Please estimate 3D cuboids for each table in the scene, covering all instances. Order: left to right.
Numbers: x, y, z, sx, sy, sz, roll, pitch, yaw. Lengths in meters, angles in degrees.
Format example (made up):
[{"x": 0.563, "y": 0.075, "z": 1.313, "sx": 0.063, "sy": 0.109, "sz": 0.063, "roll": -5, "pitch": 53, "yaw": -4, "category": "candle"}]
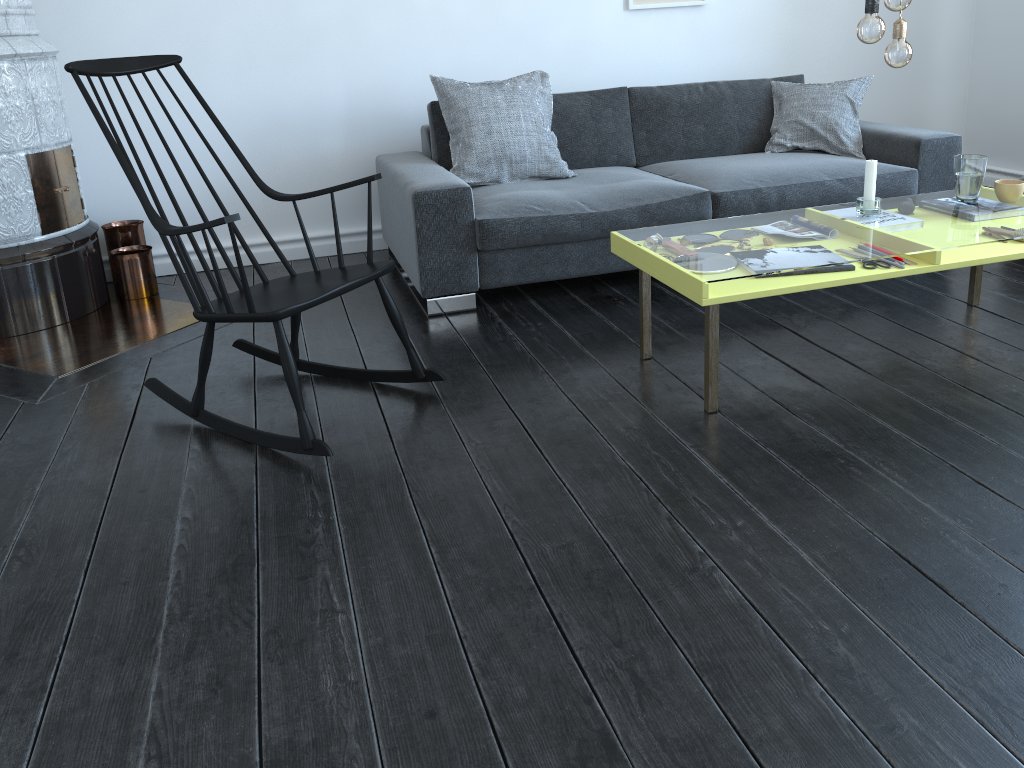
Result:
[{"x": 1.071, "y": -0.288, "z": 2.689, "sx": 1.406, "sy": 0.386, "sz": 0.620, "roll": -9, "pitch": 22, "yaw": -14, "category": "table"}]

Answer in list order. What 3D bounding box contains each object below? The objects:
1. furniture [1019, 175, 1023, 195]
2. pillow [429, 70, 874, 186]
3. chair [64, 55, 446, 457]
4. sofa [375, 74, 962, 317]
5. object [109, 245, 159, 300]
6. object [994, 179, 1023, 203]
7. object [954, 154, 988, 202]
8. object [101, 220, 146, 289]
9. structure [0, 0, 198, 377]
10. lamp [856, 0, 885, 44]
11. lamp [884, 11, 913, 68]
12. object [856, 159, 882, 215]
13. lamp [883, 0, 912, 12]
[{"x": 2.400, "y": -0.715, "z": 3.579, "sx": 0.681, "sy": 0.369, "sz": 0.702, "roll": -9, "pitch": 22, "yaw": -14, "category": "furniture"}, {"x": 0.670, "y": -1.212, "z": 3.976, "sx": 2.059, "sy": 0.476, "sz": 0.494, "roll": -7, "pitch": 20, "yaw": -10, "category": "pillow"}, {"x": -0.740, "y": -0.413, "z": 2.476, "sx": 0.911, "sy": 0.972, "sz": 0.630, "roll": 8, "pitch": 21, "yaw": 28, "category": "chair"}, {"x": 0.649, "y": -0.944, "z": 3.927, "sx": 2.382, "sy": 0.700, "sz": 1.120, "roll": -9, "pitch": 22, "yaw": -14, "category": "sofa"}, {"x": -1.611, "y": -0.475, "z": 3.761, "sx": 0.176, "sy": 0.193, "sz": 0.176, "roll": -12, "pitch": 21, "yaw": -23, "category": "object"}, {"x": 1.594, "y": -0.616, "z": 2.825, "sx": 0.087, "sy": 0.064, "sz": 0.090, "roll": 1, "pitch": 21, "yaw": 12, "category": "object"}, {"x": 1.486, "y": -0.668, "z": 2.864, "sx": 0.098, "sy": 0.141, "sz": 0.100, "roll": 10, "pitch": 23, "yaw": 34, "category": "object"}, {"x": -1.702, "y": -0.572, "z": 3.905, "sx": 0.174, "sy": 0.271, "sz": 0.181, "roll": -8, "pitch": 19, "yaw": -14, "category": "object"}, {"x": -1.934, "y": -1.595, "z": 3.115, "sx": 1.277, "sy": 2.795, "sz": 0.800, "roll": 7, "pitch": 20, "yaw": 29, "category": "structure"}, {"x": 0.952, "y": -1.628, "z": 2.216, "sx": 0.087, "sy": 1.448, "sz": 0.076, "roll": 9, "pitch": 21, "yaw": 35, "category": "lamp"}, {"x": 1.049, "y": -1.582, "z": 2.274, "sx": 0.074, "sy": 1.448, "sz": 0.092, "roll": -1, "pitch": 17, "yaw": 9, "category": "lamp"}, {"x": 1.126, "y": -0.622, "z": 2.769, "sx": 0.075, "sy": 0.168, "sz": 0.077, "roll": 3, "pitch": 19, "yaw": 19, "category": "object"}, {"x": 1.013, "y": -1.710, "z": 2.199, "sx": 0.075, "sy": 1.448, "sz": 0.076, "roll": 7, "pitch": 20, "yaw": 30, "category": "lamp"}]
